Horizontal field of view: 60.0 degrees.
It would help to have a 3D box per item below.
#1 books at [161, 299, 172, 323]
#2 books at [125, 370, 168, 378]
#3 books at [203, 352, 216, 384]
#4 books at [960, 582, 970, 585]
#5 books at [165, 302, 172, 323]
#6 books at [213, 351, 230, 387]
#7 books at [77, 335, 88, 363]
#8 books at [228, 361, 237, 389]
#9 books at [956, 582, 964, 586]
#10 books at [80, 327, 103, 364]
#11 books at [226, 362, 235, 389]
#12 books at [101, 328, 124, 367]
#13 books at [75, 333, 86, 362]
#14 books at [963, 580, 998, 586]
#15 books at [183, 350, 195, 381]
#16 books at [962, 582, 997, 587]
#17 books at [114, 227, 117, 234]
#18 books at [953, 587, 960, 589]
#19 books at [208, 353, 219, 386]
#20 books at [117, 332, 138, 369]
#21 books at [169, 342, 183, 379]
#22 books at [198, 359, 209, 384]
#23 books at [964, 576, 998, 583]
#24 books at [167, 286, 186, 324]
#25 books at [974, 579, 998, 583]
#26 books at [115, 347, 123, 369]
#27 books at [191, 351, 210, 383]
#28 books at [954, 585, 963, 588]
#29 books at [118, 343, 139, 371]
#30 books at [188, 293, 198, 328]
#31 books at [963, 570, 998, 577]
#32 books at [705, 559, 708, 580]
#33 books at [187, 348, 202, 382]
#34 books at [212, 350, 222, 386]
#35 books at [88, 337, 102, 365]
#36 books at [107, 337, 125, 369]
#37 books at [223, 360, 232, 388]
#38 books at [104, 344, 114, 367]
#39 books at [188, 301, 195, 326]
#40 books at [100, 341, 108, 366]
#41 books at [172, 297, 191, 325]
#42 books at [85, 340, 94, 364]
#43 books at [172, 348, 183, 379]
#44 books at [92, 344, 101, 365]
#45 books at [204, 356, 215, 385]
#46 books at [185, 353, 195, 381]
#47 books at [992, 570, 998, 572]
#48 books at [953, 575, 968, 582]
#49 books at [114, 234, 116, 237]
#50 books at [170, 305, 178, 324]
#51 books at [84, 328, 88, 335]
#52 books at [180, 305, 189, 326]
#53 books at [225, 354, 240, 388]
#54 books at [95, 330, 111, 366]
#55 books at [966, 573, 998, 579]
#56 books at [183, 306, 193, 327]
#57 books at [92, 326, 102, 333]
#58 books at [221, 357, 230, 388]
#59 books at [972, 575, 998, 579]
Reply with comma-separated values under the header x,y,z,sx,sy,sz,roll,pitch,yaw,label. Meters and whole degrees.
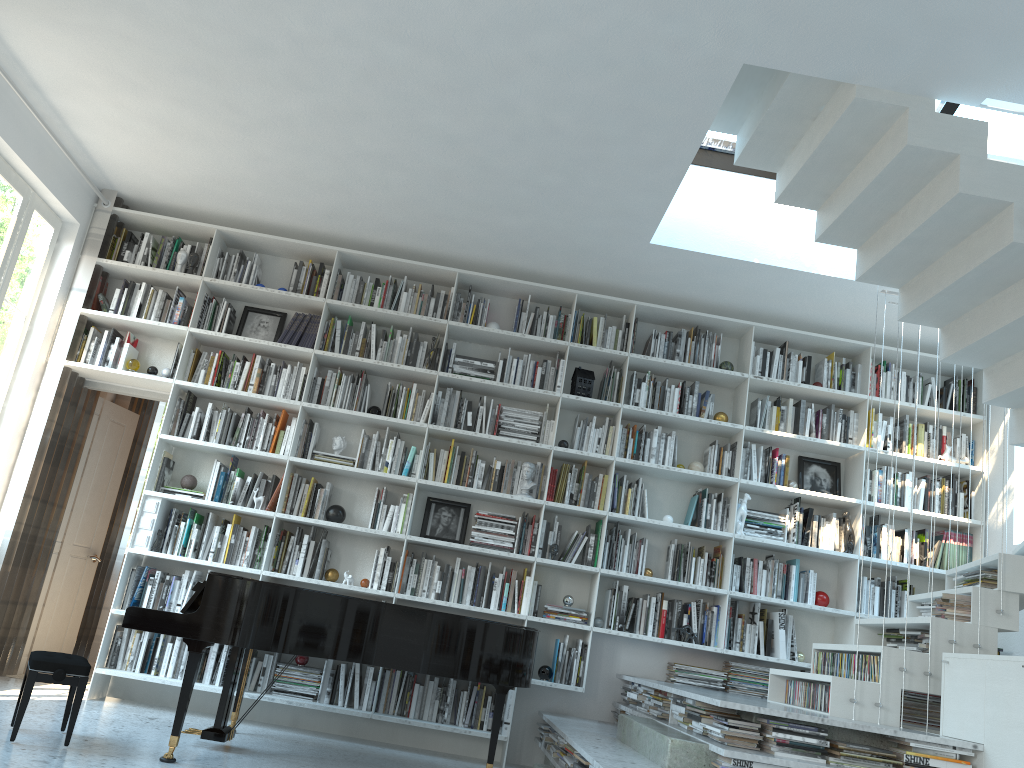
x,y,z,sx,sy,sz,roll,pitch,yaw,label
-2.375,-0.461,6.120,0.028,0.211,0.139,10,-15,-1,books
-2.448,-0.043,6.001,0.285,0.012,0.160,9,-16,0,books
-2.053,-0.073,6.033,0.010,0.262,0.151,10,-15,-1,books
2.610,1.134,4.968,0.162,0.008,0.290,5,-17,17,books
-2.348,-0.447,6.127,0.029,0.197,0.144,10,-16,-1,books
-1.977,-0.070,6.024,0.011,0.276,0.164,10,-15,-1,books
-2.884,-0.202,6.000,0.013,0.221,0.163,10,-16,-1,books
-1.887,-0.027,6.033,0.011,0.228,0.171,10,-16,-1,books
2.611,1.127,4.970,0.168,0.005,0.293,5,-17,16,books
-2.849,-0.225,6.008,0.023,0.281,0.171,10,-15,-1,books
-1.900,-0.026,6.024,0.014,0.217,0.164,10,-16,-1,books
-2.706,-0.211,6.001,0.013,0.296,0.188,10,-15,-1,books
-2.897,-0.207,5.999,0.013,0.227,0.179,10,-16,-1,books
2.532,1.067,4.687,0.187,0.009,0.262,7,-16,8,books
-2.185,-0.090,6.037,0.012,0.253,0.161,10,-15,-1,books
2.522,1.077,4.685,0.191,0.014,0.244,6,-16,11,books
-2.800,-0.944,6.207,0.012,0.306,0.181,10,-15,-1,books
2.604,1.151,4.964,0.170,0.006,0.269,7,-16,9,books
-2.011,-0.062,6.027,0.014,0.252,0.187,10,-16,-1,books
-2.611,-0.190,6.020,0.013,0.298,0.179,10,-15,-1,books
-2.276,-0.124,6.027,0.012,0.284,0.160,10,-15,-1,books
-2.075,-0.048,6.008,0.026,0.194,0.176,10,-16,-1,books
2.536,1.046,4.693,0.176,0.007,0.255,8,-16,6,books
-2.318,-0.500,6.118,0.012,0.302,0.189,10,-15,-1,books
2.544,1.058,4.688,0.154,0.014,0.197,6,-16,11,books
-2.642,-0.138,6.024,0.029,0.191,0.135,10,-15,-1,books
-2.115,-0.079,6.038,0.062,0.257,0.153,10,-15,-1,books
2.606,1.143,4.966,0.171,0.011,0.232,7,-16,9,books
-2.597,-0.149,5.996,0.029,0.210,0.187,10,-16,-1,books
-2.180,-0.468,6.129,0.014,0.293,0.173,10,-15,-1,books
2.536,1.018,4.701,0.191,0.013,0.244,7,-16,9,books
1.278,1.256,5.944,0.016,0.230,0.138,10,-15,-1,books
-2.150,-0.093,6.022,0.012,0.262,0.181,10,-15,-1,books
-1.993,-0.072,6.035,0.020,0.280,0.165,10,-15,-1,books
-2.809,-0.188,6.001,0.010,0.219,0.181,10,-16,-1,books
-2.660,-0.175,5.990,0.021,0.236,0.189,10,-16,-1,books
-1.925,-0.032,6.041,0.012,0.230,0.150,10,-15,-1,books
-2.697,-0.155,6.001,0.024,0.192,0.181,10,-16,-1,books
-2.199,-0.440,6.133,0.014,0.235,0.144,10,-15,-1,books
-2.744,-0.167,6.027,0.023,0.213,0.141,10,-15,-1,books
-2.273,-0.458,6.103,0.029,0.228,0.192,10,-16,-1,books
-2.831,-0.178,6.006,0.029,0.196,0.161,10,-16,-1,books
-2.251,-0.106,6.046,0.044,0.268,0.134,10,-15,-1,books
-2.795,-0.161,6.021,0.029,0.184,0.135,10,-16,-1,books
-2.035,-0.055,6.025,0.030,0.229,0.172,10,-16,-1,books
-2.170,-0.079,6.026,0.022,0.232,0.151,10,-15,-1,books
2.565,1.012,4.700,0.134,0.007,0.299,8,-16,7,books
2.610,1.101,4.979,0.190,0.015,0.231,6,-16,12,books
-2.795,-0.907,6.212,0.011,0.241,0.151,10,-15,-1,books
-2.308,-0.435,6.117,0.031,0.182,0.151,10,-16,-1,books
-2.904,-0.234,5.994,0.011,0.271,0.189,10,-15,-1,books
-2.249,-0.429,6.127,0.029,0.195,0.146,10,-16,-1,books
-1.909,-0.053,6.044,0.012,0.276,0.151,10,-15,-1,books
-2.760,-0.207,6.019,0.022,0.280,0.157,10,-15,-1,books
2.543,1.029,4.697,0.174,0.009,0.240,8,-16,7,books
-2.221,-0.425,6.113,0.026,0.187,0.154,10,-16,-1,books
-2.866,-0.232,6.033,0.013,0.302,0.135,10,-15,-1,books
-1.952,-0.047,6.038,0.047,0.249,0.134,10,-15,-1,books
2.551,1.039,4.693,0.144,0.011,0.257,8,-16,5,books
